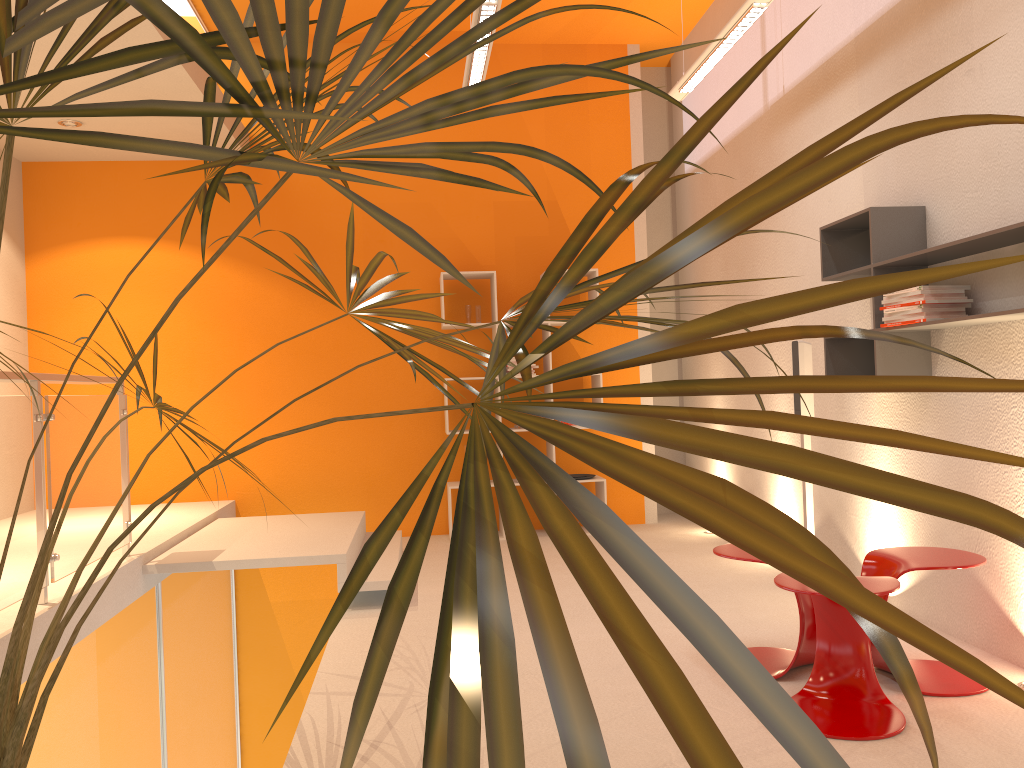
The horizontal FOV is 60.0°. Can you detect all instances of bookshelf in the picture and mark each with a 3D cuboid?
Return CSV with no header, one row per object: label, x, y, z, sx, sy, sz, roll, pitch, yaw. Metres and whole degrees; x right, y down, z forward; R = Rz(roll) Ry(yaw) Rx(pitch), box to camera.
bookshelf,1.050,1.414,5.955,3.516,4.600,1.107,-2,0,41
bookshelf,1.809,0.294,2.636,0.322,2.145,3.370,-2,0,-4

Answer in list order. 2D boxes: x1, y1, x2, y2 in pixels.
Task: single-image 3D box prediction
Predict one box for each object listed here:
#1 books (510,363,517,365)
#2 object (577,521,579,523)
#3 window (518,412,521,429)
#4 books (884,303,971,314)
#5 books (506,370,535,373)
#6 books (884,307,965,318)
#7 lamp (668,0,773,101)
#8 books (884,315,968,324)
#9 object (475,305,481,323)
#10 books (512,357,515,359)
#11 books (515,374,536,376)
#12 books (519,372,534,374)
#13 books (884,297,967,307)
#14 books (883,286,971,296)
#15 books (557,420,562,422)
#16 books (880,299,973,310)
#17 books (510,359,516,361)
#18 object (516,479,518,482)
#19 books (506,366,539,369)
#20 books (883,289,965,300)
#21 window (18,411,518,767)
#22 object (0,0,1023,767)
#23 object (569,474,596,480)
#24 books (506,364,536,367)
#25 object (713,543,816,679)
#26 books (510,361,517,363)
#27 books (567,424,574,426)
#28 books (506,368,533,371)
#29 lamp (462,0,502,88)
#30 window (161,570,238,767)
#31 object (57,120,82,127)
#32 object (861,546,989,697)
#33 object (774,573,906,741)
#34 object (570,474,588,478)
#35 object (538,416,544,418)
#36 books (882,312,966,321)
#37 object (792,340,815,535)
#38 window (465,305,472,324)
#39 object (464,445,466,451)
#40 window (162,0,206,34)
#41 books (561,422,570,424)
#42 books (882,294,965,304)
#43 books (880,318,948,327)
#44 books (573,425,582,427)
books,0.056,-0.150,6.757,0.190,0.011,0.268,-2,0,-5
object,1.867,2.311,0.362,0.102,2.685,13.193,-2,0,-12
window,-1.116,0.915,3.592,0.908,1.393,6.719,-2,0,13
books,1.685,-0.306,3.604,0.230,0.017,0.227,-2,0,-16
books,0.056,-0.092,6.766,0.190,0.015,0.254,-2,0,-10
books,1.672,-0.290,3.605,0.190,0.015,0.254,-2,0,-10
lamp,1.130,-2.229,3.754,0.120,1.052,3.195,-2,0,-6
books,1.678,-0.262,3.603,0.190,0.011,0.268,-2,0,-10
object,-0.816,2.107,3.354,0.351,5.384,6.779,-2,0,14
books,0.063,-0.195,6.757,0.230,0.017,0.227,-2,0,-11
books,0.059,-0.067,6.752,0.210,0.013,0.296,-2,0,-6
books,0.058,-0.079,6.756,0.190,0.011,0.268,-2,0,-5
books,1.675,-0.333,3.603,0.190,0.011,0.268,-2,0,-10
books,1.682,-0.377,3.604,0.230,0.017,0.227,-2,0,-16
books,0.484,0.277,6.753,0.254,0.015,0.190,-2,0,-5
books,1.675,-0.321,3.599,0.210,0.013,0.297,-2,0,-11
books,0.050,-0.178,6.758,0.190,0.015,0.254,-2,0,-5
object,0.083,0.721,6.691,0.105,0.035,0.106,-2,0,38
books,0.066,-0.123,6.756,0.230,0.017,0.227,-2,0,-11
books,1.669,-0.361,3.605,0.190,0.015,0.254,-2,0,-10
window,-1.216,2.525,5.100,0.993,4.599,4.234,-2,0,26
object,-0.937,0.314,1.808,3.098,2.600,3.241,-2,0,2
object,0.494,0.713,6.791,0.294,0.020,0.294,-2,0,33
books,0.056,-0.138,6.753,0.210,0.013,0.296,-2,0,-6
object,1.011,0.876,3.477,0.391,0.450,0.420,-2,0,-36
books,0.053,-0.163,6.766,0.190,0.015,0.254,-2,0,-10
books,0.484,0.305,6.748,0.268,0.011,0.190,-2,0,-5
books,0.053,-0.107,6.758,0.190,0.015,0.254,-2,0,-5
lamp,-0.091,-2.184,3.623,0.120,1.052,3.195,-2,0,-6
window,-0.855,2.552,5.925,2.294,4.526,1.860,-2,0,-6
object,-2.869,-1.710,5.752,0.143,0.059,0.143,-2,0,-34
object,1.513,0.857,3.255,0.420,0.450,0.391,-2,0,-6
object,1.080,0.871,2.931,0.391,0.450,0.420,-2,0,24
object,0.490,0.711,6.793,0.178,0.020,0.178,-2,0,11
object,1.487,1.932,3.118,0.190,3.502,7.694,-2,0,-17
books,1.674,-0.275,3.613,0.190,0.015,0.254,-2,0,-15
object,1.530,0.430,4.646,0.116,1.317,0.111,-2,0,-10
window,-0.924,2.098,2.358,0.481,5.399,8.922,-2,0,6
object,-0.291,0.607,6.719,0.129,0.291,0.129,-2,0,22
window,-2.172,-2.270,5.831,0.006,0.660,1.860,-2,0,-6
books,0.493,0.292,6.751,0.254,0.015,0.190,-2,0,-10
books,1.671,-0.346,3.613,0.190,0.015,0.254,-2,0,-15
books,1.678,-0.250,3.599,0.210,0.013,0.297,-2,0,-11
books,0.480,0.317,6.748,0.296,0.013,0.210,-2,0,-6
